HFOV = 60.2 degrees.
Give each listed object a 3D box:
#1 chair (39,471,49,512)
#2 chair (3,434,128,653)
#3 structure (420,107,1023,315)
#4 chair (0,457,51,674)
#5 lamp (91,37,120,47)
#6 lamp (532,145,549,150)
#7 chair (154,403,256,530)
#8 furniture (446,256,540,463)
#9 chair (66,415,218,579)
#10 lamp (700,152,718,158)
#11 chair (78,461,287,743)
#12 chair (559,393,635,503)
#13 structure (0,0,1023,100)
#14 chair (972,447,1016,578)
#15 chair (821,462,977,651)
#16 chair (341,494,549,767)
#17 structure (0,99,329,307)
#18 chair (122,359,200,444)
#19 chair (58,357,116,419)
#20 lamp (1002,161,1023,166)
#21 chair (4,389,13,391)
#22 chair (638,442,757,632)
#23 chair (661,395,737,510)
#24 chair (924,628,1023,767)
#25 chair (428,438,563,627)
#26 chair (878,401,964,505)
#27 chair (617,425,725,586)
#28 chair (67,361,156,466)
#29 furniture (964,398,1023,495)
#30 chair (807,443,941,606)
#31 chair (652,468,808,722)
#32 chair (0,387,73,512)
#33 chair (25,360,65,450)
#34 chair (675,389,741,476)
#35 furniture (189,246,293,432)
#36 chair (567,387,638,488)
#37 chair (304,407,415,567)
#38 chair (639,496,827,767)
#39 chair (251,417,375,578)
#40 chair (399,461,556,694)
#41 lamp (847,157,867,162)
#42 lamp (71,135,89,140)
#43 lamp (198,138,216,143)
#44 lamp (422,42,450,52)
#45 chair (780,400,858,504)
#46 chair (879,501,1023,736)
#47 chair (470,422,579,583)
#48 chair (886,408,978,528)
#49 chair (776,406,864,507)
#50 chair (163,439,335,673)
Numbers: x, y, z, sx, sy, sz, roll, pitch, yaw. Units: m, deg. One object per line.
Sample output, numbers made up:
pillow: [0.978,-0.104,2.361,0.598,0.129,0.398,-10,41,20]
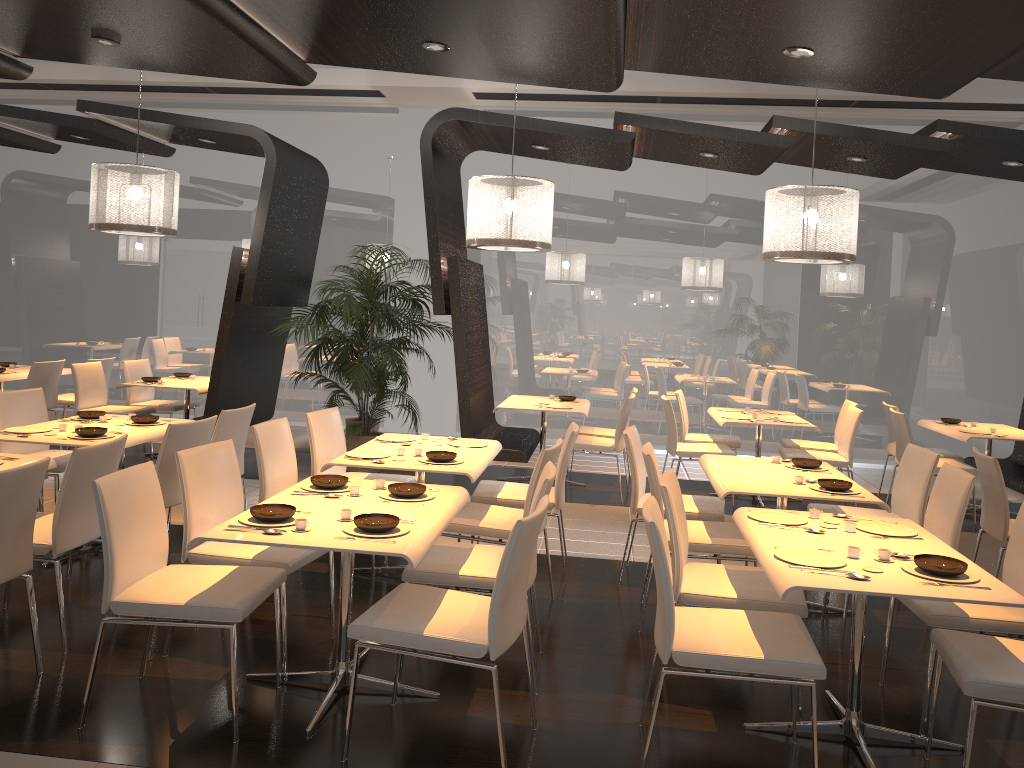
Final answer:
chair: [-3.047,0.544,4.989,0.605,0.869,0.484,3,1,4]
chair: [-2.128,0.675,3.992,0.605,0.873,0.484,3,1,4]
structure: [2.228,-1.327,7.714,5.935,1.727,1.404,3,2,7]
chair: [-2.169,0.726,3.365,0.605,0.873,0.484,3,1,9]
lamp: [-2.415,-2.048,5.256,0.160,0.050,0.161,3,4,1]
lamp: [0.257,-2.143,7.947,0.160,0.054,0.161,4,4,12]
chair: [-1.964,0.555,5.490,0.605,0.869,0.484,3,1,9]
furniture: [-0.129,-0.264,7.983,0.757,1.674,1.404,3,2,6]
chair: [-2.005,0.606,4.863,0.606,0.869,0.484,3,1,14]
lamp: [1.734,-2.029,7.778,0.161,0.056,0.162,3,4,1]
chair: [-1.219,0.774,3.322,0.605,0.869,0.484,3,1,4]
chair: [0.723,0.513,7.556,0.606,0.869,0.484,3,1,14]
structure: [-0.496,-1.175,4.261,10.665,1.735,2.908,3,4,6]
chair: [2.925,0.840,4.970,0.606,0.873,0.484,3,1,14]
chair: [1.917,0.837,4.396,0.605,0.869,0.484,3,1,9]
chair: [-0.204,0.839,3.133,0.606,0.869,0.484,3,1,14]
structure: [-4.879,-1.743,8.527,5.935,1.727,1.404,3,2,7]
chair: [-3.476,0.210,8.704,0.605,0.869,0.484,3,1,9]
chair: [-4.344,0.162,8.793,0.605,0.873,0.484,3,1,9]
lamp: [4.245,-1.881,7.491,0.161,0.056,0.162,3,4,1]
chair: [-5.320,0.100,8.939,0.606,0.869,0.484,3,1,14]
chair: [0.949,0.781,4.522,0.605,0.873,0.484,3,1,9]
chair: [1.549,0.563,7.465,0.605,0.873,0.484,3,1,4]
chair: [1.755,0.957,2.909,0.606,0.873,0.484,3,1,14]
chair: [-0.071,0.723,4.620,0.606,0.873,0.484,3,1,14]
chair: [3.630,0.627,7.891,0.605,0.869,0.484,3,1,9]
chair: [0.943,0.721,5.212,0.606,0.869,0.484,3,1,14]
chair: [-3.673,0.252,8.087,0.605,0.869,0.484,3,1,9]
furniture: [4.489,0.007,7.455,0.757,1.674,1.404,3,2,6]
chair: [2.066,0.787,5.076,0.605,0.869,0.484,3,1,4]
chair: [0.903,0.848,3.701,0.606,0.873,0.484,3,1,14]
chair: [-2.979,0.489,5.678,0.606,0.869,0.484,3,1,14]
chair: [-4.540,0.205,8.177,0.605,0.873,0.484,3,1,9]
chair: [1.787,0.517,8.125,0.606,0.869,0.484,3,1,14]
furniture: [-2.618,-0.410,8.268,0.757,1.674,1.404,3,2,6]
chair: [0.839,0.468,8.182,0.605,0.873,0.484,3,1,9]
chair: [-0.939,0.612,5.408,0.606,0.869,0.484,3,1,14]
chair: [0.740,0.891,3.097,0.605,0.873,0.484,3,1,9]
chair: [-1.086,0.655,4.808,0.605,0.869,0.484,3,1,9]
chair: [-0.131,0.787,3.821,0.605,0.873,0.484,3,1,4]
lamp: [2.979,-1.956,7.636,0.161,0.056,0.162,3,4,1]
lamp: [-4.127,-2.372,8.449,0.161,0.056,0.162,3,4,1]
lamp: [-2.861,-2.298,8.304,0.161,0.056,0.162,3,4,1]
lamp: [-0.432,-1.932,5.029,0.160,0.050,0.161,3,4,1]
chair: [2.763,0.579,7.980,0.605,0.873,0.484,3,1,9]
chair: [1.904,0.907,3.588,0.605,0.873,0.484,3,1,4]
chair: [0.078,0.671,5.300,0.605,0.869,0.484,3,1,4]
chair: [3.434,0.671,7.274,0.605,0.873,0.484,3,1,9]
chair: [2.567,0.619,7.364,0.605,0.869,0.484,3,1,9]
chair: [-1.144,0.727,3.918,0.606,0.869,0.484,3,1,14]
